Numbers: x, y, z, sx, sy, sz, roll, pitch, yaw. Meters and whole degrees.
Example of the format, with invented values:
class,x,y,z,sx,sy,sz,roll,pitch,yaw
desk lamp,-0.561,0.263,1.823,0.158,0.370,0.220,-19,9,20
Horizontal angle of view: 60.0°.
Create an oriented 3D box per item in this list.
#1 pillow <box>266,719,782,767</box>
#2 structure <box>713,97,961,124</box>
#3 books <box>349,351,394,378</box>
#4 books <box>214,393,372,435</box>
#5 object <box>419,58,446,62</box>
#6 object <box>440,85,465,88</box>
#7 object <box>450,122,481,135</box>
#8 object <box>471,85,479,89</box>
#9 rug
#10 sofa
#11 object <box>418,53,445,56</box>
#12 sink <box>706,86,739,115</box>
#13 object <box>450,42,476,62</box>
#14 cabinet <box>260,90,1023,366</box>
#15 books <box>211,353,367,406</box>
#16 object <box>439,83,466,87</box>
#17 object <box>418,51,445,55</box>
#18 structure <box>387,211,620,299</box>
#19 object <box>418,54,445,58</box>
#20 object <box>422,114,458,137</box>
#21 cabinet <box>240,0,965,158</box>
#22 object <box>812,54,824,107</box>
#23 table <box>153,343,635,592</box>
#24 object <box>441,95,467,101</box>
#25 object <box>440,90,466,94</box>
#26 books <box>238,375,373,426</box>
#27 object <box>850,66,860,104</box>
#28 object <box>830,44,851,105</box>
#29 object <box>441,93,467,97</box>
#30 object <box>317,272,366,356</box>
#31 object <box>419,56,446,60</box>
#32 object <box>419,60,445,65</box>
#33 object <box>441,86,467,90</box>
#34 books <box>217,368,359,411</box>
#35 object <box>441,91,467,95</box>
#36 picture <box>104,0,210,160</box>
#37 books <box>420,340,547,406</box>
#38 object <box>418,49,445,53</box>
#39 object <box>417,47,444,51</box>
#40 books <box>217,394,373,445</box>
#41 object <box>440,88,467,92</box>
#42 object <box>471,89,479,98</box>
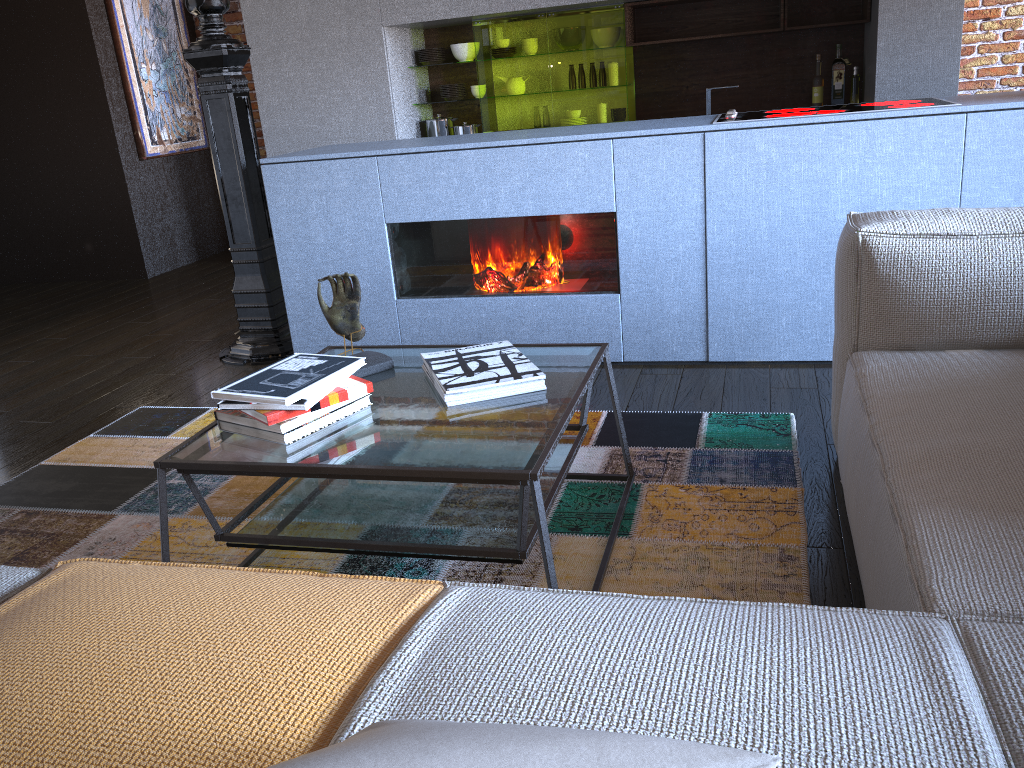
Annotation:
class,x,y,z,sx,sy,sz,roll,pitch,yaw
pillow,-0.095,0.322,0.677,0.484,0.315,0.358,-16,22,-29
structure,1.111,-0.954,3.124,0.763,0.057,0.503,0,20,16
books,-0.396,-0.041,2.147,0.181,0.029,0.129,-19,23,-34
books,-0.459,0.038,1.871,0.209,0.023,0.251,8,23,34
object,-0.527,-2.138,5.874,0.180,0.027,0.180,-10,19,-14
object,-0.391,-1.970,5.898,0.180,0.027,0.180,-10,19,-14
object,-0.300,-1.656,5.805,0.159,0.117,0.172,-16,22,-29
object,-0.222,-1.945,5.867,0.100,0.059,0.099,6,22,29
rug,-0.450,0.324,2.384,2.364,0.013,1.429,0,20,16
sofa,-0.001,0.268,1.432,3.300,0.699,2.531,0,20,15
object,-0.530,-2.168,5.864,0.180,0.027,0.180,-10,19,-14
sink,1.570,-1.639,5.260,0.827,0.287,0.381,0,20,16
object,-0.303,-2.168,5.807,0.191,0.113,0.191,3,21,24
cabinet,0.568,-0.564,3.417,2.960,0.846,0.606,0,20,16
books,-0.461,-0.014,1.852,0.196,0.014,0.267,4,21,26
object,-0.392,-1.979,5.895,0.180,0.027,0.180,-10,19,-14
object,-0.531,-2.178,5.860,0.180,0.027,0.180,-10,19,-14
structure,0.006,-0.499,3.470,0.944,0.395,0.331,0,20,16
object,-0.529,-2.158,5.867,0.180,0.027,0.180,-10,19,-14
object,-0.478,-1.718,5.939,0.193,0.178,0.208,-17,22,-29
cabinet,0.454,-1.807,5.581,4.174,1.812,0.712,0,20,16
object,1.864,-1.837,5.398,0.063,0.323,0.063,-14,21,-24
table,-0.210,0.207,2.008,0.848,0.389,0.840,0,20,16
object,-0.385,-1.909,5.920,0.180,0.027,0.180,-10,19,-14
object,-0.388,-1.939,5.909,0.180,0.027,0.180,-10,19,-14
books,-0.442,0.021,1.850,0.239,0.023,0.190,-20,24,-36
object,2.069,-1.792,5.347,0.047,0.235,0.047,-4,19,4
object,1.985,-1.857,5.350,0.109,0.370,0.095,0,20,16
object,-0.386,-1.919,5.916,0.180,0.027,0.180,-10,19,-14
object,-0.429,-0.177,2.250,0.099,0.223,0.093,-18,23,-32
object,-0.528,-2.148,5.871,0.180,0.027,0.180,-10,19,-14
object,-0.526,-2.128,5.878,0.180,0.027,0.180,-10,19,-14
object,-0.390,-1.960,5.902,0.180,0.027,0.180,-10,19,-14
books,-0.459,0.001,1.858,0.196,0.014,0.267,0,19,15
object,-0.387,-1.929,5.913,0.180,0.027,0.180,-10,19,-14
picture,-2.421,-2.303,5.988,0.067,1.473,0.778,0,20,16
books,-0.072,-0.030,2.019,0.225,0.038,0.308,-10,19,-13
object,-0.532,-2.188,5.857,0.180,0.027,0.180,-10,19,-14
object,-0.533,-2.198,5.853,0.180,0.027,0.180,-10,19,-14
books,-0.457,0.059,1.879,0.209,0.024,0.247,8,23,34
object,-0.389,-1.949,5.906,0.180,0.027,0.180,-10,19,-14
object,-0.220,-1.926,5.874,0.100,0.059,0.099,6,22,29
